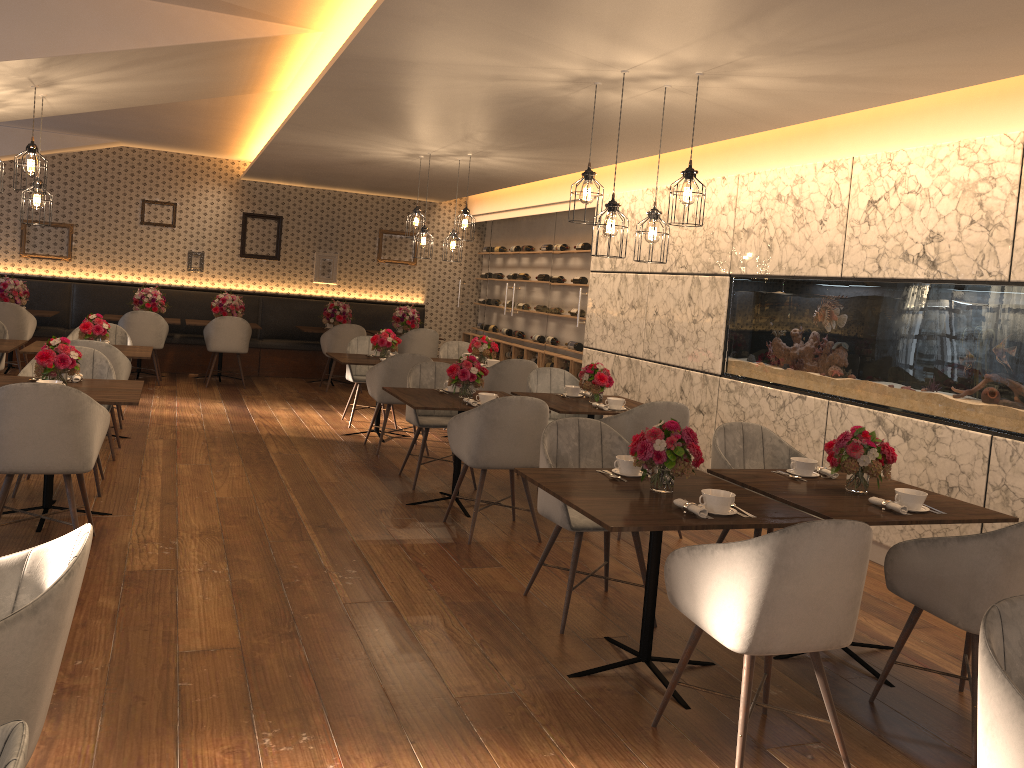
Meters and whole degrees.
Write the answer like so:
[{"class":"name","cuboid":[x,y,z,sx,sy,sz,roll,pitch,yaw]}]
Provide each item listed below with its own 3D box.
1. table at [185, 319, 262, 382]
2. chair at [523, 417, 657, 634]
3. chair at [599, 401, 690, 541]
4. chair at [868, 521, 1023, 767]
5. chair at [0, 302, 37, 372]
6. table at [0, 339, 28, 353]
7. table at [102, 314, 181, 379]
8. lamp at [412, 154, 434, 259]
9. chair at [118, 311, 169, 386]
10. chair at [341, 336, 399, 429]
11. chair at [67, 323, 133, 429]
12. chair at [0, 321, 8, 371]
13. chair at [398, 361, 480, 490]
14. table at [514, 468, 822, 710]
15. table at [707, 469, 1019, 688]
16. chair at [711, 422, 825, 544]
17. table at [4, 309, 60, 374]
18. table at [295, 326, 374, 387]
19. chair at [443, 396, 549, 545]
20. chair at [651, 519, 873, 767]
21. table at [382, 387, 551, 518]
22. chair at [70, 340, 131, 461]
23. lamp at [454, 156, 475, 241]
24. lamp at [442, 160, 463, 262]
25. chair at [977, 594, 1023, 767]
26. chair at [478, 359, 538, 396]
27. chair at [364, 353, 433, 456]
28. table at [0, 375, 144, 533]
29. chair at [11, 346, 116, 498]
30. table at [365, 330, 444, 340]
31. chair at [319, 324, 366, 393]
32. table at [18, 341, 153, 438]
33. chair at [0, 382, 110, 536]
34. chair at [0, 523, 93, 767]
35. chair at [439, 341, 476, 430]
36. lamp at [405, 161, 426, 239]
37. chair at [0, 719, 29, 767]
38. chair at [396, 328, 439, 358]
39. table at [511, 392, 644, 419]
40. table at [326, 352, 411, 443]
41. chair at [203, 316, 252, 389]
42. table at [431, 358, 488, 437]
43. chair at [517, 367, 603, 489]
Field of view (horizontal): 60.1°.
[{"class":"table","cuboid":[-3.740,-0.418,11.378,0.895,0.719,0.901,3,5,-21]},{"class":"chair","cuboid":[0.379,0.630,4.145,0.564,0.870,0.529,3,4,-21]},{"class":"chair","cuboid":[0.816,0.504,5.649,0.564,0.870,0.529,3,4,-21]},{"class":"chair","cuboid":[1.729,0.840,3.246,0.564,0.870,0.529,3,4,-21]},{"class":"chair","cuboid":[-5.674,-0.496,9.910,0.564,0.870,0.529,3,4,-21]},{"class":"table","cuboid":[-4.279,0.039,6.737,0.895,0.719,0.901,3,5,-21]},{"class":"table","cuboid":[-4.634,-0.455,11.034,0.895,0.719,0.901,3,5,-21]},{"class":"lamp","cuboid":[-0.749,-2.193,8.168,0.175,2.065,0.176,4,3,-20]},{"class":"chair","cuboid":[-4.354,-0.442,10.418,0.564,0.870,0.529,3,4,-21]},{"class":"chair","cuboid":[-1.411,-0.028,8.858,0.564,0.870,0.529,3,4,-21]},{"class":"chair","cuboid":[-3.605,-0.084,7.692,0.564,0.870,0.529,3,4,-21]},{"class":"chair","cuboid":[-4.499,-0.122,7.348,0.564,0.870,0.529,3,4,-21]},{"class":"chair","cuboid":[-0.534,0.294,6.549,0.564,0.870,0.529,3,4,-21]},{"class":"table","cuboid":[0.555,0.789,3.518,0.895,0.719,0.901,3,5,-21]},{"class":"table","cuboid":[1.449,0.826,3.862,0.895,0.719,0.901,3,5,-21]},{"class":"chair","cuboid":[1.273,0.667,4.489,0.564,0.870,0.529,3,4,-21]},{"class":"table","cuboid":[-5.953,-0.510,10.526,0.895,0.719,0.901,3,5,-21]},{"class":"table","cuboid":[-2.421,-0.364,11.886,0.895,0.719,0.901,3,5,-21]},{"class":"chair","cuboid":[-0.078,0.467,5.305,0.564,0.870,0.529,3,4,-21]},{"class":"chair","cuboid":[0.835,0.803,2.902,0.564,0.870,0.529,3,4,-21]},{"class":"table","cuboid":[-0.357,0.453,5.921,0.895,0.719,0.901,3,5,-21]},{"class":"chair","cuboid":[-3.106,0.090,6.465,0.564,0.870,0.529,3,4,-21]},{"class":"lamp","cuboid":[-0.359,-2.346,8.086,0.175,2.065,0.176,4,3,-20]},{"class":"lamp","cuboid":[-0.491,-2.197,8.402,0.175,2.065,0.176,4,3,-20]},{"class":"chair","cuboid":[1.256,0.953,1.836,0.564,0.870,0.529,3,4,-21]},{"class":"chair","cuboid":[-0.061,0.181,7.959,0.564,0.870,0.529,3,4,-21]},{"class":"chair","cuboid":[-0.955,0.144,7.615,0.564,0.870,0.529,3,4,-21]},{"class":"table","cuboid":[-2.563,0.379,4.914,0.895,0.719,0.901,3,5,-21]},{"class":"chair","cuboid":[-2.783,0.218,5.526,0.564,0.870,0.529,3,4,-21]},{"class":"table","cuboid":[-1.527,-0.327,12.230,0.895,0.719,0.901,3,5,-21]},{"class":"chair","cuboid":[-2.141,-0.350,11.270,0.564,0.870,0.529,3,4,-21]},{"class":"table","cuboid":[-3.386,0.076,7.081,0.895,0.719,0.901,3,5,-21]},{"class":"chair","cuboid":[-2.283,0.392,4.299,0.564,0.870,0.529,3,4,-21]},{"class":"chair","cuboid":[-1.198,0.746,1.860,0.525,0.870,0.567,3,4,-21]},{"class":"chair","cuboid":[-0.517,0.009,9.202,0.564,0.870,0.529,3,4,-21]},{"class":"lamp","cuboid":[-0.849,-2.428,8.464,0.175,2.065,0.176,4,3,-20]},{"class":"chair","cuboid":[-0.865,0.869,0.985,0.525,0.870,0.567,3,4,-21]},{"class":"chair","cuboid":[-1.248,-0.313,11.614,0.564,0.870,0.529,3,4,-21]},{"class":"table","cuboid":[0.537,0.490,6.265,0.895,0.719,0.901,3,5,-21]},{"class":"table","cuboid":[-1.234,0.130,8.231,0.895,0.719,0.901,3,5,-21]},{"class":"chair","cuboid":[-3.461,-0.405,10.762,0.564,0.870,0.529,3,4,-21]},{"class":"table","cuboid":[-0.341,0.167,8.575,0.895,0.719,0.901,3,5,-21]},{"class":"chair","cuboid":[0.360,0.331,6.893,0.564,0.870,0.529,3,4,-21]}]
